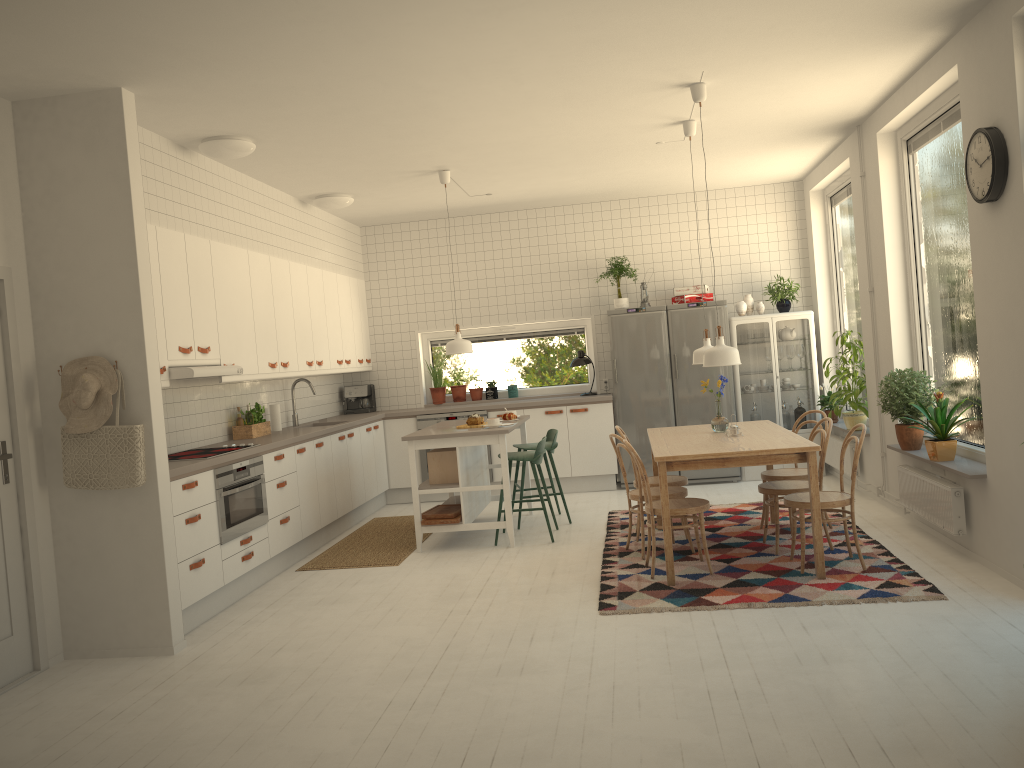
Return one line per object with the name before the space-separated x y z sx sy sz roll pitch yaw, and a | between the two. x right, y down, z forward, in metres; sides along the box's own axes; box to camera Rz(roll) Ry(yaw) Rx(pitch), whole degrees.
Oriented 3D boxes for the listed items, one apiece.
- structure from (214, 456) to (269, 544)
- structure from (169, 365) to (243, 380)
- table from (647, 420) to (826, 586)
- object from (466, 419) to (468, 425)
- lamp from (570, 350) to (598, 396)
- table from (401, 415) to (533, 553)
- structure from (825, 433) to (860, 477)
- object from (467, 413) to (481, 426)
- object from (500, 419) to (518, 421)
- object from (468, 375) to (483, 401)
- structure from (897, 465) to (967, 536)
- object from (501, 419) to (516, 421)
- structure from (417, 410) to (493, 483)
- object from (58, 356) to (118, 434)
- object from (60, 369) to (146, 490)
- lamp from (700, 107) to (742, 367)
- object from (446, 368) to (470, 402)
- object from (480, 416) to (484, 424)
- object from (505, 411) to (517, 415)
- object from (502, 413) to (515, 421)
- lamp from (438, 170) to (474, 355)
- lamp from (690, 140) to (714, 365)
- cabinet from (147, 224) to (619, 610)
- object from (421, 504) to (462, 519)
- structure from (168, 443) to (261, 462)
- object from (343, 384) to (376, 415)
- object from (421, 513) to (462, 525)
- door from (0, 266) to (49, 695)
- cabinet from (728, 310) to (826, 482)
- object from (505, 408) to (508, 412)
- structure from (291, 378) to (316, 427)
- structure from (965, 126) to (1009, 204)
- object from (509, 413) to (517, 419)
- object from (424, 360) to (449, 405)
structure | -2.007 0.738 5.624 0.704 0.447 0.682 -5 2 7
structure | -2.070 -0.069 5.611 0.482 0.073 0.681 -5 2 7
table | 1.377 0.709 5.758 0.894 0.749 1.798 -5 2 7
object | -0.319 0.283 6.947 0.079 0.067 0.074 -5 1 10
lamp | 0.716 -0.112 9.016 0.239 0.465 0.262 -4 2 36
table | -0.290 0.760 7.144 0.794 0.864 1.424 -5 2 7
structure | 2.945 0.620 7.894 0.113 0.276 1.016 -5 2 7
object | -0.295 0.274 6.859 0.086 0.087 0.090 -4 1 15
object | -0.027 0.298 7.287 0.167 0.005 0.167 -5 2 3
object | -0.370 0.043 9.391 0.194 0.277 0.176 -5 1 -26
structure | 2.648 0.712 5.578 0.113 0.278 1.029 -5 2 7
object | -0.027 0.295 7.291 0.122 0.005 0.120 -4 2 26
structure | -0.530 0.630 9.106 0.705 0.710 0.704 -5 1 7
object | -2.157 0.054 4.484 0.335 0.385 0.136 -5 1 7
object | -2.090 0.236 4.518 0.439 0.612 0.093 -5 1 7
lamp | 1.190 -0.904 5.286 0.229 1.595 0.230 -4 2 42
object | -0.571 0.008 9.439 0.258 0.370 0.234 -4 1 19
object | -0.262 0.283 6.936 0.083 0.057 0.072 -4 1 14
object | -0.009 0.258 7.466 0.094 0.060 0.098 -5 2 5
object | -0.043 0.270 7.279 0.070 0.060 0.131 -6 2 -44
lamp | -0.479 -0.982 7.059 0.229 1.490 0.230 -5 1 8
lamp | 1.299 -0.938 6.137 0.230 1.595 0.229 -6 2 -37
cabinet | -0.705 -0.018 6.929 2.853 2.159 4.846 -5 2 7
object | -0.507 0.969 6.754 0.280 0.030 0.430 -4 2 16
structure | -1.982 0.451 5.604 0.504 0.057 0.764 -5 2 7
object | -1.626 0.163 9.313 0.316 0.292 0.279 -5 1 8
object | -0.498 1.000 6.678 0.280 0.030 0.430 -5 2 7
door | -2.551 0.451 4.006 0.166 2.033 0.955 -5 1 7
cabinet | 2.571 0.112 8.692 0.789 1.592 0.453 -5 1 7
object | -0.027 0.242 7.481 0.028 0.086 0.102 -6 2 -42
structure | -1.841 0.158 7.839 0.236 0.421 0.063 -4 1 15
structure | 2.359 -1.090 4.424 0.074 0.371 0.371 -5 1 7
object | 0.004 0.265 7.306 0.060 0.059 0.074 -5 2 -23
object | -0.784 -0.036 9.450 0.300 0.499 0.333 -5 1 -9
